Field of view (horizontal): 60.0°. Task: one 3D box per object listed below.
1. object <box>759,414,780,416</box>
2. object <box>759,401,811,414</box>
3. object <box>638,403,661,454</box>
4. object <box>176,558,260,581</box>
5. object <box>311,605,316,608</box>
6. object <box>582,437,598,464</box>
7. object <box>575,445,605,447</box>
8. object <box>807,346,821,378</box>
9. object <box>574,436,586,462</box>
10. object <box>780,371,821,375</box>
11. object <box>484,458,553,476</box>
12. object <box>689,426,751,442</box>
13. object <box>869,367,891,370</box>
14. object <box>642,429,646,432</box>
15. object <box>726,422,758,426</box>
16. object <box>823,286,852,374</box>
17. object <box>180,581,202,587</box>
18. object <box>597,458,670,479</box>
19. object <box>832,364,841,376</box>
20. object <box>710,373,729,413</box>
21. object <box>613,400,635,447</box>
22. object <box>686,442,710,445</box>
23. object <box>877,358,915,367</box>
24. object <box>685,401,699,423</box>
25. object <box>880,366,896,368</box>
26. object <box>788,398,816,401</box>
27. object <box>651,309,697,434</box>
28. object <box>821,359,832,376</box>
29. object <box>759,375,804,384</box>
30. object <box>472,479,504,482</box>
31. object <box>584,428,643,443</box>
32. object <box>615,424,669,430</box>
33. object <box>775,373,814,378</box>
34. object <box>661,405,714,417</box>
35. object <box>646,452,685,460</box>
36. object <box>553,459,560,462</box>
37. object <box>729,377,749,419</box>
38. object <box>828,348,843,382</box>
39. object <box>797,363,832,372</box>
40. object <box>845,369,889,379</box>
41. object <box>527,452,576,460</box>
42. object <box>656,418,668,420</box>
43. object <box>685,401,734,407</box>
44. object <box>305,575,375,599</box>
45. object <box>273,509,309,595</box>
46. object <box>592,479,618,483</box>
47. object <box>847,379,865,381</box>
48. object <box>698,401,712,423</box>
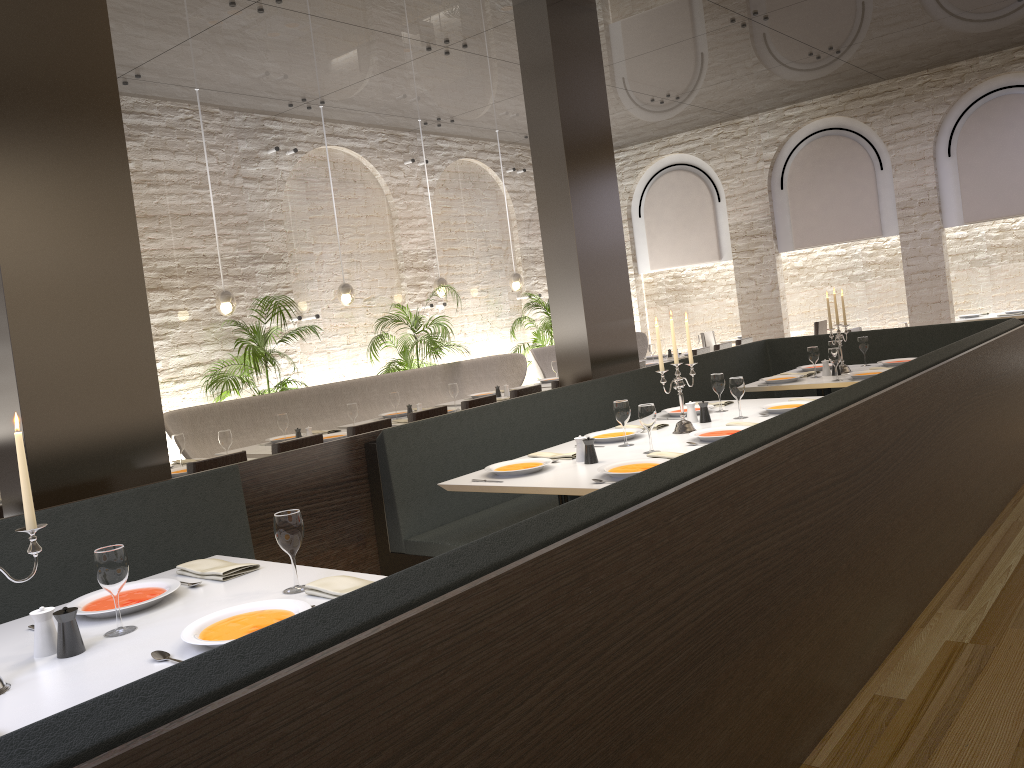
[{"bbox_3d":[1.448,0.169,4.887,0.181,0.015,0.038,-4,5,41],"label":"object"},{"bbox_3d":[1.566,0.136,5.030,0.321,0.036,0.322,-4,5,35],"label":"object"},{"bbox_3d":[0.649,0.211,4.195,0.086,0.230,0.086,-7,2,-9],"label":"object"},{"bbox_3d":[-0.971,0.606,2.923,0.272,0.033,0.143,-4,5,39],"label":"object"},{"bbox_3d":[-0.551,0.601,2.398,0.185,0.010,0.017,-4,5,39],"label":"object"},{"bbox_3d":[0.362,0.310,4.119,0.069,0.126,0.069,-8,2,-19],"label":"object"},{"bbox_3d":[0.405,0.323,4.606,0.185,0.010,0.017,-4,5,39],"label":"object"},{"bbox_3d":[2.250,-0.162,6.597,0.086,0.230,0.086,-8,2,-15],"label":"object"},{"bbox_3d":[0.330,0.307,4.209,0.069,0.126,0.068,-8,3,-28],"label":"object"},{"bbox_3d":[2.258,-0.081,6.943,0.272,0.033,0.143,-4,5,39],"label":"object"},{"bbox_3d":[0.032,0.393,4.130,0.321,0.036,0.323,-4,5,37],"label":"object"},{"bbox_3d":[1.036,0.250,4.370,0.322,0.036,0.321,-10,5,-31],"label":"object"},{"bbox_3d":[2.785,-0.115,6.504,0.272,0.033,0.143,-4,5,39],"label":"object"},{"bbox_3d":[0.674,0.262,4.940,0.181,0.015,0.038,-4,5,41],"label":"object"},{"bbox_3d":[1.272,0.210,4.619,0.272,0.033,0.143,-4,5,39],"label":"object"},{"bbox_3d":[2.458,-0.409,6.668,0.391,0.656,0.131,-9,3,-40],"label":"object"},{"bbox_3d":[-1.037,0.629,2.810,0.181,0.015,0.038,-4,5,41],"label":"object"},{"bbox_3d":[0.521,0.361,3.728,0.321,0.036,0.323,-6,4,15],"label":"object"},{"bbox_3d":[2.403,-0.123,6.578,0.069,0.126,0.069,-8,2,-9],"label":"object"},{"bbox_3d":[1.252,0.052,5.354,0.087,0.230,0.086,-9,3,-39],"label":"object"},{"bbox_3d":[0.566,0.200,4.501,0.086,0.230,0.087,-6,3,39],"label":"object"},{"bbox_3d":[0.912,0.284,4.220,0.181,0.015,0.038,-4,5,41],"label":"object"},{"bbox_3d":[2.960,-0.163,6.765,0.321,0.036,0.322,-7,4,-2],"label":"object"},{"bbox_3d":[1.021,0.161,5.041,0.068,0.126,0.069,-6,3,33],"label":"object"},{"bbox_3d":[2.846,-0.131,6.627,0.181,0.015,0.038,-4,5,41],"label":"object"},{"bbox_3d":[1.807,0.095,5.286,0.272,0.033,0.143,-4,5,39],"label":"object"},{"bbox_3d":[0.878,-0.070,4.702,0.391,0.656,0.131,-9,3,-40],"label":"object"},{"bbox_3d":[2.356,-0.122,6.648,0.069,0.126,0.069,-8,2,-9],"label":"object"},{"bbox_3d":[2.006,-0.031,6.587,0.321,0.036,0.323,-6,4,15],"label":"object"},{"bbox_3d":[-0.108,0.433,3.967,0.185,0.010,0.017,-4,5,39],"label":"object"},{"bbox_3d":[0.547,0.282,4.772,0.322,0.036,0.321,-10,5,-31],"label":"object"},{"bbox_3d":[0.740,0.245,5.053,0.272,0.033,0.143,-4,5,39],"label":"object"},{"bbox_3d":[2.162,-0.060,6.823,0.272,0.033,0.143,-4,5,39],"label":"object"},{"bbox_3d":[1.078,0.169,5.431,0.321,0.036,0.322,-4,5,35],"label":"object"},{"bbox_3d":[0.759,0.320,3.980,0.272,0.033,0.143,-4,5,39],"label":"object"},{"bbox_3d":[0.161,0.372,4.302,0.181,0.015,0.038,-4,5,41],"label":"object"},{"bbox_3d":[1.270,0.078,4.969,0.087,0.230,0.086,-9,3,-39],"label":"object"},{"bbox_3d":[2.269,-0.137,6.213,0.086,0.230,0.086,-8,2,-15],"label":"object"},{"bbox_3d":[2.471,-0.131,7.166,0.321,0.036,0.322,-4,5,35],"label":"object"},{"bbox_3d":[2.495,-0.063,6.186,0.321,0.036,0.323,-6,4,15],"label":"object"},{"bbox_3d":[0.227,0.355,4.414,0.272,0.033,0.143,-4,5,39],"label":"object"},{"bbox_3d":[0.940,0.208,5.273,0.185,0.010,0.017,-4,5,39],"label":"object"},{"bbox_3d":[1.276,0.130,5.720,0.272,0.033,0.143,-4,5,39],"label":"object"},{"bbox_3d":[-0.440,0.571,2.489,0.272,0.033,0.143,-4,5,39],"label":"object"},{"bbox_3d":[-0.642,0.488,2.588,0.087,0.230,0.086,-9,3,-39],"label":"object"},{"bbox_3d":[0.399,0.394,3.582,0.181,0.015,0.038,-4,5,41],"label":"object"},{"bbox_3d":[2.380,-0.031,6.048,0.181,0.015,0.038,-4,5,41],"label":"object"},{"bbox_3d":[1.083,0.157,4.986,0.068,0.126,0.069,-6,3,33],"label":"object"}]
